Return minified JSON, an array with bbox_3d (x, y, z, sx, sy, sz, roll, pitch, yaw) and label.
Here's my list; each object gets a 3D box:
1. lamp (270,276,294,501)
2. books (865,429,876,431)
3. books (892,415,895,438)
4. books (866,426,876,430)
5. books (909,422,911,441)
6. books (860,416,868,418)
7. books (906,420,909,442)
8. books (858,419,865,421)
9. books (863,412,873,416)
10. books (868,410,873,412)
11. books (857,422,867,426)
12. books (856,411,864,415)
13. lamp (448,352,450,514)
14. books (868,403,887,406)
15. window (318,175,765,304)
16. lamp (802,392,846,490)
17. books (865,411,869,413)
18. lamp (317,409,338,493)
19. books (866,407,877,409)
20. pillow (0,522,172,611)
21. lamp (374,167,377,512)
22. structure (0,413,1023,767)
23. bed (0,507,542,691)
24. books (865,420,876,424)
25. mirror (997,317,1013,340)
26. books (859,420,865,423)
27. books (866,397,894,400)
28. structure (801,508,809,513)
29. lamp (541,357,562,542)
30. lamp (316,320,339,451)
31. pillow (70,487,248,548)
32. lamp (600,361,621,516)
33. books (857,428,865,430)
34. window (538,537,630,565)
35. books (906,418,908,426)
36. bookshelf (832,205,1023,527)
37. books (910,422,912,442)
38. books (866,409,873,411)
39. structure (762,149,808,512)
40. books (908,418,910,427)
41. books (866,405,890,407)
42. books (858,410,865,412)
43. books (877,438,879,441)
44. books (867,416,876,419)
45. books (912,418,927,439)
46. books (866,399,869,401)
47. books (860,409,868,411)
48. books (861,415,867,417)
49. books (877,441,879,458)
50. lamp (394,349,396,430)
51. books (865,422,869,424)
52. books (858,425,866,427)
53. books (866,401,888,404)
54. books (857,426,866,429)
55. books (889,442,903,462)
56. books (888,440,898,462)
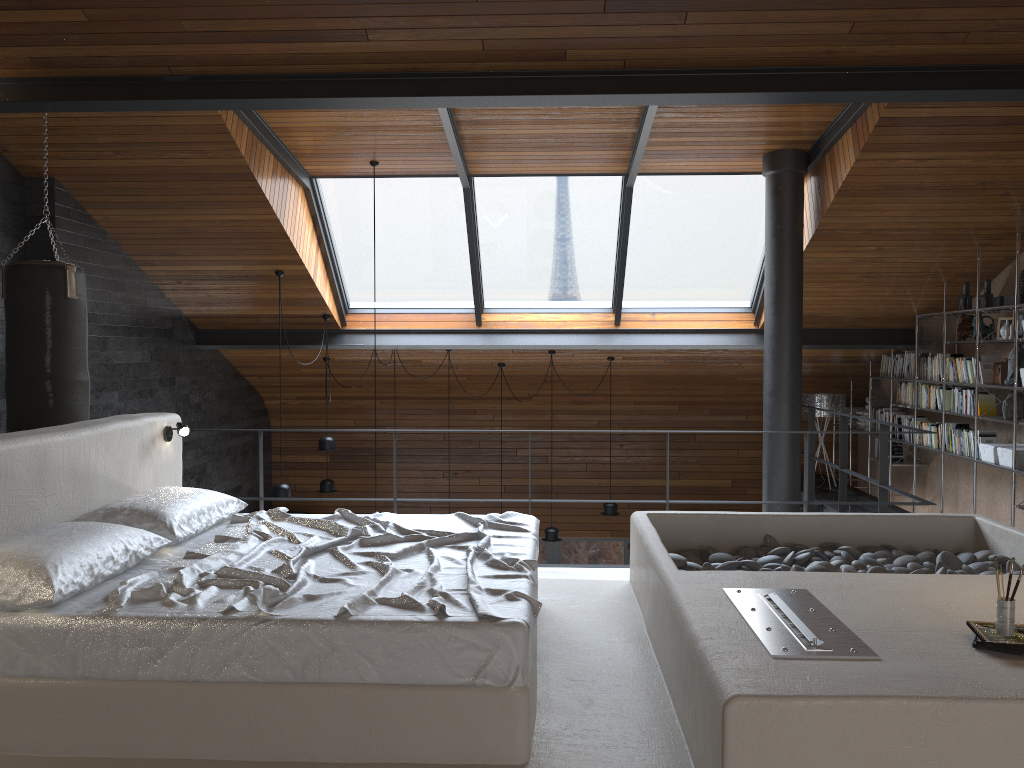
[{"bbox_3d":[-1.921,0.028,7.358,0.210,1.854,0.210,2,3,40],"label":"lamp"},{"bbox_3d":[3.799,0.476,9.153,0.247,0.016,0.182,0,2,2],"label":"books"},{"bbox_3d":[3.729,0.412,8.567,0.137,0.215,0.014,0,2,2],"label":"books"},{"bbox_3d":[3.801,0.457,9.157,0.239,0.021,0.174,0,2,8],"label":"books"},{"bbox_3d":[3.732,0.432,8.171,0.125,0.206,0.055,0,2,2],"label":"books"},{"bbox_3d":[3.838,0.351,9.450,0.206,0.012,0.161,0,2,-8],"label":"books"},{"bbox_3d":[3.722,0.433,8.211,0.127,0.200,0.046,0,2,2],"label":"books"},{"bbox_3d":[3.835,0.383,9.428,0.234,0.016,0.182,0,2,-8],"label":"books"},{"bbox_3d":[3.798,0.309,9.151,0.288,0.025,0.175,0,2,8],"label":"books"},{"bbox_3d":[3.809,0.276,9.154,0.222,0.012,0.160,0,2,8],"label":"books"},{"bbox_3d":[3.829,0.421,9.446,0.240,0.028,0.180,0,2,-8],"label":"books"},{"bbox_3d":[3.830,0.310,9.442,0.268,0.025,0.176,0,2,2],"label":"books"},{"bbox_3d":[-0.631,0.684,8.905,0.210,2.034,0.210,2,3,40],"label":"lamp"},{"bbox_3d":[3.820,0.211,9.148,0.234,0.028,0.180,0,2,2],"label":"books"},{"bbox_3d":[0.320,-1.262,7.852,3.818,1.031,1.213,0,2,2],"label":"window"},{"bbox_3d":[3.291,0.601,9.426,0.475,1.002,0.475,1,2,26],"label":"lamp"},{"bbox_3d":[3.796,0.289,9.160,0.254,0.012,0.158,1,2,14],"label":"books"},{"bbox_3d":[-1.921,0.434,9.208,0.210,1.369,0.210,2,3,40],"label":"lamp"},{"bbox_3d":[3.788,0.249,9.163,0.208,0.017,0.167,0,2,2],"label":"books"},{"bbox_3d":[-1.629,0.614,3.135,0.502,0.176,0.837,0,2,3],"label":"pillow"},{"bbox_3d":[-1.070,-0.096,6.944,0.210,3.208,0.210,1,2,25],"label":"lamp"},{"bbox_3d":[0.167,0.756,3.534,4.614,1.120,2.634,0,2,2],"label":"structure"},{"bbox_3d":[-0.879,0.862,3.585,2.011,0.485,1.826,0,2,2],"label":"bed"},{"bbox_3d":[3.797,0.389,9.153,0.258,0.028,0.180,0,2,8],"label":"books"},{"bbox_3d":[3.717,-0.415,6.646,0.069,0.168,0.130,-1,2,-28],"label":"mirror"},{"bbox_3d":[3.836,0.399,9.430,0.234,0.016,0.182,0,2,7],"label":"books"},{"bbox_3d":[3.808,0.152,9.173,0.228,0.016,0.182,0,2,2],"label":"books"},{"bbox_3d":[3.259,1.651,10.131,0.488,0.735,0.461,-2,2,-38],"label":"structure"},{"bbox_3d":[0.401,0.621,8.944,0.210,1.911,0.210,2,3,40],"label":"lamp"},{"bbox_3d":[-1.707,0.005,8.177,0.210,1.206,0.210,2,3,40],"label":"lamp"},{"bbox_3d":[-1.590,0.584,4.029,0.509,0.173,0.842,0,2,2],"label":"pillow"},{"bbox_3d":[1.008,0.550,9.073,0.210,1.565,0.210,2,3,40],"label":"lamp"},{"bbox_3d":[3.826,0.480,9.460,0.234,0.016,0.182,0,2,2],"label":"books"},{"bbox_3d":[0.524,2.536,11.120,5.936,1.522,0.101,0,2,2],"label":"window"},{"bbox_3d":[3.751,0.423,8.240,0.164,0.217,0.048,0,2,2],"label":"books"},{"bbox_3d":[3.661,0.895,4.826,0.421,6.219,10.739,0,2,2],"label":"bookshelf"},{"bbox_3d":[3.721,0.444,8.137,0.117,0.182,0.044,0,2,2],"label":"books"},{"bbox_3d":[3.795,0.264,9.172,0.201,0.012,0.161,0,2,2],"label":"books"},{"bbox_3d":[2.051,1.093,6.545,1.197,5.700,1.689,0,2,2],"label":"structure"},{"bbox_3d":[3.755,0.421,8.183,0.177,0.217,0.046,0,2,2],"label":"books"},{"bbox_3d":[3.796,0.233,9.149,0.228,0.016,0.182,0,2,2],"label":"books"},{"bbox_3d":[3.827,0.290,9.451,0.231,0.012,0.159,0,2,7],"label":"books"},{"bbox_3d":[3.761,0.653,8.983,0.127,0.201,0.011,0,2,2],"label":"books"},{"bbox_3d":[3.810,0.342,9.148,0.225,0.017,0.167,0,2,2],"label":"books"},{"bbox_3d":[3.717,0.424,8.080,0.122,0.230,0.057,0,2,2],"label":"books"},{"bbox_3d":[3.802,0.168,9.164,0.228,0.016,0.182,0,2,2],"label":"books"},{"bbox_3d":[3.842,0.277,9.446,0.206,0.012,0.161,0,2,2],"label":"books"},{"bbox_3d":[3.849,0.339,9.451,0.208,0.013,0.161,0,2,7],"label":"books"},{"bbox_3d":[3.756,0.668,8.971,0.119,0.172,0.014,0,2,2],"label":"books"},{"bbox_3d":[-1.134,0.692,8.602,0.210,2.273,0.210,2,3,40],"label":"lamp"},{"bbox_3d":[3.805,0.410,9.154,0.258,0.016,0.181,0,2,4],"label":"books"},{"bbox_3d":[3.833,0.446,9.448,0.221,0.021,0.174,0,2,2],"label":"books"},{"bbox_3d":[3.800,0.187,9.164,0.216,0.021,0.174,0,2,2],"label":"books"},{"bbox_3d":[3.831,0.465,9.444,0.234,0.016,0.182,0,2,-3],"label":"books"},{"bbox_3d":[3.751,0.668,8.675,0.138,0.191,0.049,0,2,2],"label":"books"},{"bbox_3d":[3.754,0.656,8.691,0.137,0.216,0.049,0,2,2],"label":"books"}]
